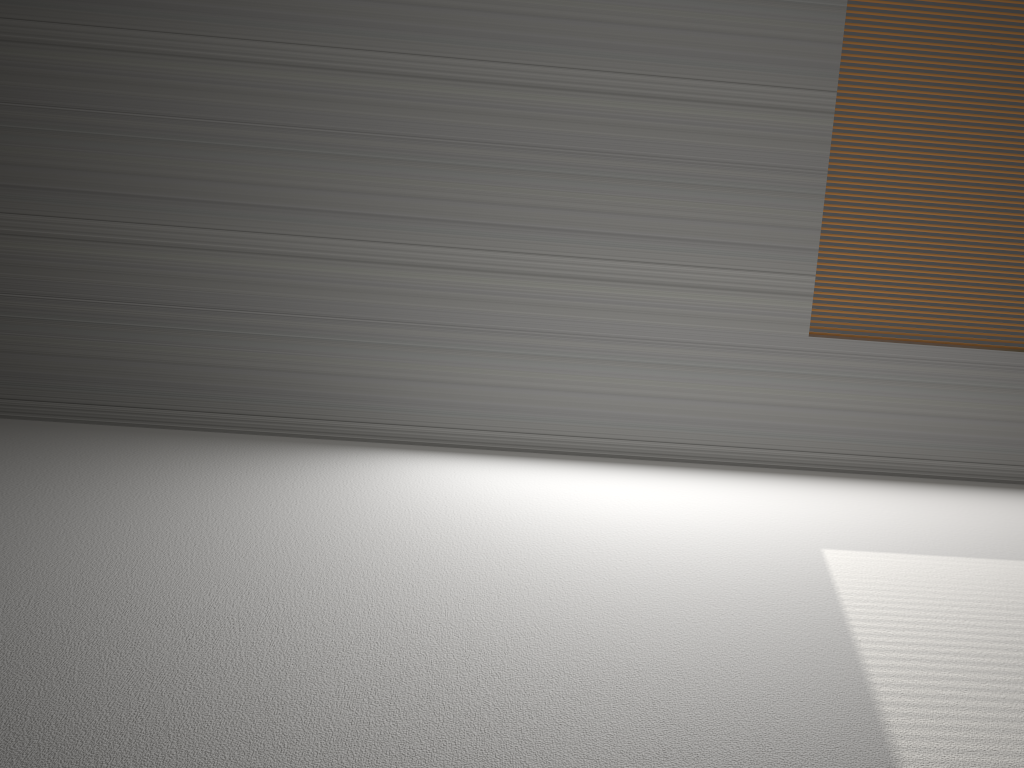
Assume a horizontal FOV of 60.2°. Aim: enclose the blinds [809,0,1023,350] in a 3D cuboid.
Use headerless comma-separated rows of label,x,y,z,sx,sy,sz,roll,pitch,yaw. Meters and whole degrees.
blinds,2.786,-1.054,4.342,3.529,2.028,0.012,4,6,-3
